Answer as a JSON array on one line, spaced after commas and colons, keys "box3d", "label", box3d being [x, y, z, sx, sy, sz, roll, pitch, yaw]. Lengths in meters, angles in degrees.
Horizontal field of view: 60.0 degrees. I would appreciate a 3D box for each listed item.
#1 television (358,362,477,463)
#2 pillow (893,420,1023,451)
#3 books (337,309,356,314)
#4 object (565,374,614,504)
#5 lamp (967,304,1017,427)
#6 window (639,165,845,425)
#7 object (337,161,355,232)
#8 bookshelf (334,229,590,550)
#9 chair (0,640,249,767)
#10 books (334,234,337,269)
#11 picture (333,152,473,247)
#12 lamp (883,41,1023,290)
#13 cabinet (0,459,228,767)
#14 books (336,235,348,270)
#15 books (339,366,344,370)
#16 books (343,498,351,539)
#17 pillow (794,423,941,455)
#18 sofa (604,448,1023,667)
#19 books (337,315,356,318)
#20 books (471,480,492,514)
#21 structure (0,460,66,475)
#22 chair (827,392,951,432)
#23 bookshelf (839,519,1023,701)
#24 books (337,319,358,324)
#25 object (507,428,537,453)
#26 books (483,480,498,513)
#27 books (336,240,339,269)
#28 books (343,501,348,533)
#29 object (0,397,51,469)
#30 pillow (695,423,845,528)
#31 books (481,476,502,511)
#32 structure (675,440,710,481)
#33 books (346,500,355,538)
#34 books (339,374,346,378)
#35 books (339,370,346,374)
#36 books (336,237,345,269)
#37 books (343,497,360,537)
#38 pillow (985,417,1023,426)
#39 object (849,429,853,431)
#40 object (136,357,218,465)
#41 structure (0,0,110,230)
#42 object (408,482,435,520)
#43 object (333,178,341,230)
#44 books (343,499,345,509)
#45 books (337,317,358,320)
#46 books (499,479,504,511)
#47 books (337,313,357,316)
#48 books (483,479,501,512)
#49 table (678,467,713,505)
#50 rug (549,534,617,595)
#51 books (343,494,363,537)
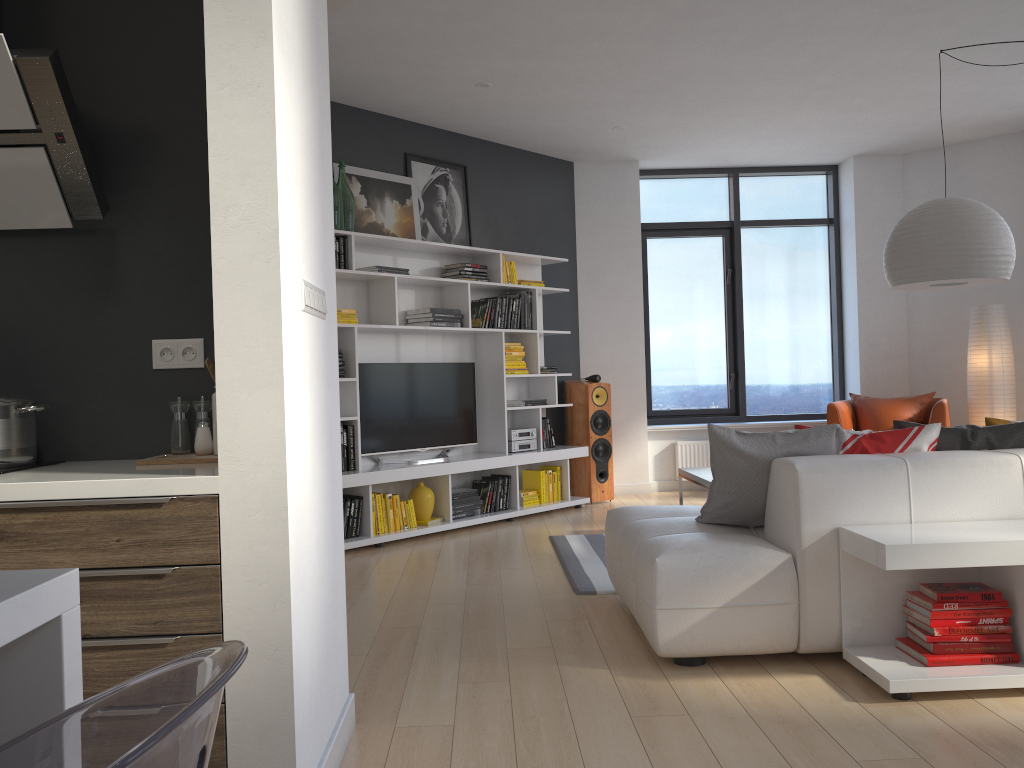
[{"box3d": [-0.663, 0.199, 6.390, 0.207, 0.704, 1.102, -2, 0, 43], "label": "television"}, {"box3d": [2.577, 0.314, 3.635, 2.120, 0.436, 0.608, -2, 0, -6], "label": "pillow"}, {"box3d": [-1.148, -0.474, 5.841, 0.138, 0.026, 0.186, -2, 0, 43], "label": "books"}, {"box3d": [0.633, 0.466, 7.612, 0.290, 1.088, 0.434, -2, 0, -32], "label": "object"}, {"box3d": [4.022, 0.127, 7.049, 0.502, 1.550, 0.804, -2, 0, -42], "label": "lamp"}, {"box3d": [2.140, -0.840, 8.430, 1.960, 2.402, 0.170, -2, 0, -2], "label": "window"}, {"box3d": [-1.132, -1.239, 5.931, 0.157, 0.507, 0.157, -2, 0, -33], "label": "object"}, {"box3d": [-0.583, 0.023, 6.320, 0.455, 2.052, 3.000, -2, 0, 43], "label": "bookshelf"}, {"box3d": [-0.397, 0.625, 0.616, 0.434, 0.838, 0.475, -2, 0, -4], "label": "chair"}, {"box3d": [-1.204, -0.848, 5.785, 0.176, 0.232, 0.025, -2, 0, 43], "label": "books"}, {"box3d": [-0.764, -1.347, 6.476, 0.076, 0.707, 1.279, -2, 0, 43], "label": "picture"}, {"box3d": [3.311, -0.397, 3.790, 3.199, 2.647, 0.710, -2, 0, 34], "label": "lamp"}, {"box3d": [-1.656, -0.164, 0.183, 2.402, 2.501, 4.694, -2, 0, -2], "label": "cabinet"}, {"box3d": [-1.140, -0.850, 5.837, 0.174, 0.230, 0.019, -2, 0, 43], "label": "books"}, {"box3d": [-1.256, -0.098, 5.718, 0.209, 0.030, 0.266, -2, 0, 42], "label": "books"}, {"box3d": [-1.118, 0.860, 5.704, 0.192, 0.254, 0.075, -2, 0, 42], "label": "books"}, {"box3d": [2.251, 0.351, 3.616, 2.250, 0.449, 0.575, -2, 0, -4], "label": "pillow"}, {"box3d": [2.142, 0.598, 4.433, 3.424, 0.732, 2.614, -2, 0, -2], "label": "sofa"}, {"box3d": [-1.128, -0.439, 5.820, 0.113, 0.018, 0.169, -2, 0, 44], "label": "books"}, {"box3d": [-0.244, 0.843, 6.618, 0.182, 0.234, 0.104, -2, 0, 43], "label": "books"}, {"box3d": [-1.560, 0.229, 2.241, 0.600, 0.006, 0.550, -2, 0, -2], "label": "structure"}, {"box3d": [3.132, 0.499, 7.300, 0.896, 0.858, 0.843, -2, 0, 30], "label": "chair"}, {"box3d": [2.452, 0.705, 2.957, 2.600, 0.500, 0.356, -2, 0, -2], "label": "bookshelf"}, {"box3d": [-1.135, -0.402, 5.834, 0.147, 0.033, 0.190, -2, 0, 43], "label": "books"}, {"box3d": [0.008, 0.443, 7.007, 0.270, 0.174, 0.285, -2, 0, 43], "label": "object"}, {"box3d": [-0.193, 0.841, 6.659, 0.169, 0.233, 0.081, -2, 0, 42], "label": "books"}, {"box3d": [-1.183, -0.834, 5.799, 0.147, 0.200, 0.021, -2, 0, 43], "label": "books"}, {"box3d": [-1.116, 0.868, 5.669, 0.172, 0.242, 0.069, -2, 0, 44], "label": "books"}, {"box3d": [-1.432, 0.110, 2.373, 0.315, 0.223, 0.288, -2, 0, 39], "label": "object"}, {"box3d": [2.143, 0.324, 3.945, 2.953, 0.453, 0.647, -2, 0, -14], "label": "pillow"}, {"box3d": [-0.164, 0.830, 6.711, 0.192, 0.254, 0.075, -2, 0, 42], "label": "books"}, {"box3d": [2.232, 0.728, 8.102, 1.474, 0.460, 0.110, -2, 0, -2], "label": "structure"}, {"box3d": [-1.091, 0.864, 5.714, 0.179, 0.243, 0.071, -2, 0, 42], "label": "books"}, {"box3d": [-1.235, -0.045, 5.709, 0.189, 0.026, 0.263, -2, 0, 41], "label": "books"}, {"box3d": [-1.236, -0.071, 5.711, 0.189, 0.025, 0.270, -2, 0, 42], "label": "books"}, {"box3d": [-1.164, -0.843, 5.821, 0.169, 0.218, 0.038, -2, 0, 43], "label": "books"}, {"box3d": [-1.073, 0.861, 5.750, 0.191, 0.249, 0.084, -2, 0, 43], "label": "books"}, {"box3d": [2.761, 0.324, 4.177, 2.095, 0.440, 0.630, -2, 0, -45], "label": "pillow"}, {"box3d": [1.885, 0.393, 5.134, 0.330, 0.265, 0.330, -2, 0, 22], "label": "object"}, {"box3d": [-0.835, 0.051, 2.444, 0.330, 0.316, 0.221, -2, 0, -2], "label": "object"}, {"box3d": [-1.594, -0.923, 2.328, 0.898, 0.998, 0.407, -2, 0, -2], "label": "structure"}, {"box3d": [-0.632, 0.813, 6.180, 0.185, 0.257, 0.185, -2, 0, 21], "label": "object"}, {"box3d": [-1.197, -1.237, 5.778, 0.157, 0.507, 0.157, -2, 0, -33], "label": "object"}, {"box3d": [-1.152, 0.859, 5.672, 0.197, 0.260, 0.066, -2, 0, 43], "label": "books"}, {"box3d": [-1.138, -0.425, 5.837, 0.148, 0.011, 0.196, -2, 0, 43], "label": "books"}, {"box3d": [-0.141, 0.836, 6.726, 0.179, 0.243, 0.068, -2, 0, 42], "label": "books"}, {"box3d": [-1.136, -0.454, 5.835, 0.134, 0.014, 0.187, -2, 0, 43], "label": "books"}, {"box3d": [-0.160, 0.837, 6.676, 0.172, 0.242, 0.069, -2, 0, 44], "label": "books"}, {"box3d": [1.657, 0.750, 5.280, 1.091, 0.435, 1.091, -2, 0, -2], "label": "table"}, {"box3d": [1.435, 0.979, 5.151, 2.326, 0.016, 1.662, -2, 0, -2], "label": "rug"}, {"box3d": [-1.051, 0.856, 5.775, 0.197, 0.260, 0.066, -2, 0, 43], "label": "books"}]
